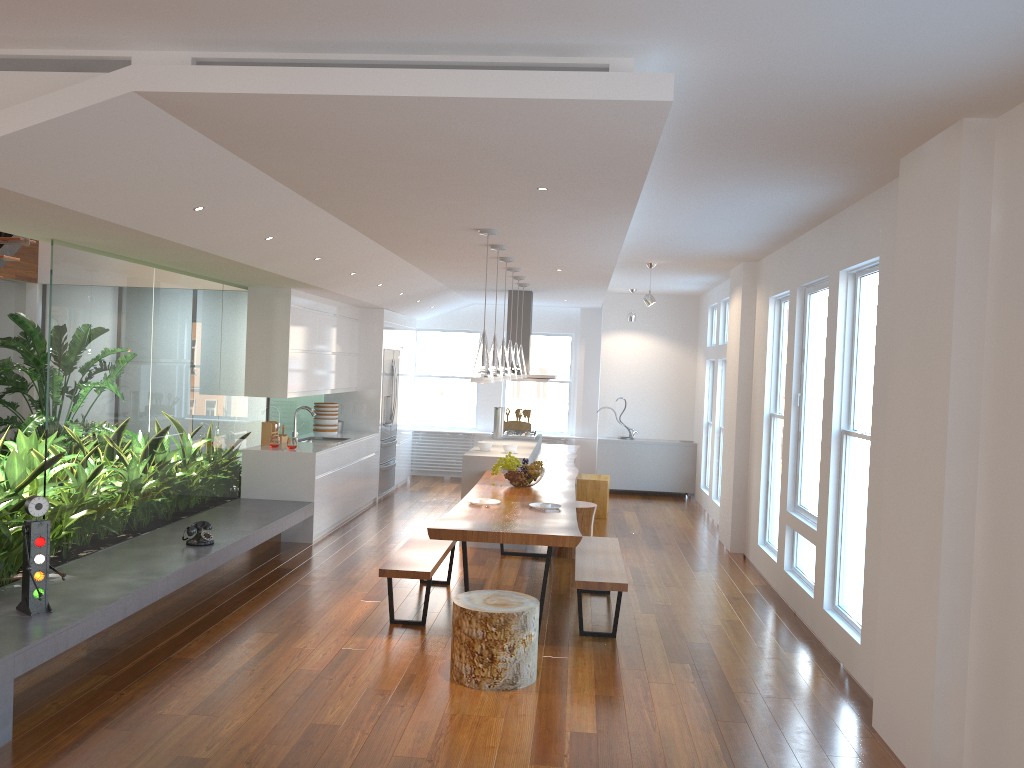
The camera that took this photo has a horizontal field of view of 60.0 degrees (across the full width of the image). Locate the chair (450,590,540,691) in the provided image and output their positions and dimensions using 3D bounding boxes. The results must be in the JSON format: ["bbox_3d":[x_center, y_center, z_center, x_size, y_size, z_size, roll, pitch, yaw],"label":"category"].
[{"bbox_3d":[-0.092,1.354,4.727,0.460,0.400,0.460,3,1,14],"label":"chair"}]

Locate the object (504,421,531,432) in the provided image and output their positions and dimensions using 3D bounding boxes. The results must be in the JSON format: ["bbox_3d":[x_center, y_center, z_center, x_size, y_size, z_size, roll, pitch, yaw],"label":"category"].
[{"bbox_3d":[0.058,0.528,10.825,0.353,0.157,0.084,2,1,4],"label":"object"}]

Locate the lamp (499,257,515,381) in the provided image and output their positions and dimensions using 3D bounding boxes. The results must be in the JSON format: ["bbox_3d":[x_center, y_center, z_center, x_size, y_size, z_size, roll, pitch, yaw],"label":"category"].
[{"bbox_3d":[-0.061,-0.561,7.189,0.160,1.060,0.160,3,1,31],"label":"lamp"}]

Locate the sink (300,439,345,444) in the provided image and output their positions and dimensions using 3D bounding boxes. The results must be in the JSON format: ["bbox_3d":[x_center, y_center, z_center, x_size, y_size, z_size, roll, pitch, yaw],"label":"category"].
[{"bbox_3d":[-1.968,0.697,9.169,0.449,0.192,0.666,2,1,4],"label":"sink"}]

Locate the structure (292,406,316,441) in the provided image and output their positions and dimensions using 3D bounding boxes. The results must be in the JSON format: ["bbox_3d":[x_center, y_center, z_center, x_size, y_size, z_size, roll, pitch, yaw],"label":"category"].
[{"bbox_3d":[-2.152,0.492,9.208,0.248,0.536,0.115,2,1,4],"label":"structure"}]

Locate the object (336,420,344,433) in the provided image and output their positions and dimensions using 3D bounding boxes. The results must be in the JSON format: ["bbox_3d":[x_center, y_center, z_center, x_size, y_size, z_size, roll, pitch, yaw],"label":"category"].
[{"bbox_3d":[-2.056,0.464,10.144,0.284,0.196,0.265,1,2,-44],"label":"object"}]

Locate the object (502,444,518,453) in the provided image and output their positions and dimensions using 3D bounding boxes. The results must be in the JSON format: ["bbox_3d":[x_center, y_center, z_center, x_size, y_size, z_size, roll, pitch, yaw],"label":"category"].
[{"bbox_3d":[-0.019,0.613,8.380,0.152,0.082,0.152,2,1,-35],"label":"object"}]

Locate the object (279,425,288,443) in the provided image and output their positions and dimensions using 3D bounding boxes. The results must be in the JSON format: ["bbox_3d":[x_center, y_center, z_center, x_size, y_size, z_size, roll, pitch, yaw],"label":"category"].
[{"bbox_3d":[-2.279,0.492,8.720,0.100,0.170,0.173,2,1,6],"label":"object"}]

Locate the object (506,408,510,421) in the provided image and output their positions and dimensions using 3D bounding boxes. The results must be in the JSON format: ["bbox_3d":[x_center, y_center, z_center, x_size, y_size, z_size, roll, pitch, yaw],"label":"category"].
[{"bbox_3d":[-0.056,0.443,10.842,0.055,0.299,0.027,2,1,4],"label":"object"}]

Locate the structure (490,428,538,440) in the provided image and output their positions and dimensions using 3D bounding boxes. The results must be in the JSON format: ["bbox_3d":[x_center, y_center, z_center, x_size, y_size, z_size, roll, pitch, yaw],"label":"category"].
[{"bbox_3d":[0.036,0.580,10.380,0.520,0.073,0.650,2,1,4],"label":"structure"}]

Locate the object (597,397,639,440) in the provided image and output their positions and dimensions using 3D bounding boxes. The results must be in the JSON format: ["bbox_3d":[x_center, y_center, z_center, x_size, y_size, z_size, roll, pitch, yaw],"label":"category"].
[{"bbox_3d":[1.442,0.459,11.964,0.590,0.563,0.210,2,1,-24],"label":"object"}]

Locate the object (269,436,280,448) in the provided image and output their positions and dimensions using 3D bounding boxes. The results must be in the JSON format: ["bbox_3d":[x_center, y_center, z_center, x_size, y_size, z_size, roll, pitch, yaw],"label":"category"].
[{"bbox_3d":[-2.193,0.534,8.193,0.094,0.106,0.094,3,1,10],"label":"object"}]

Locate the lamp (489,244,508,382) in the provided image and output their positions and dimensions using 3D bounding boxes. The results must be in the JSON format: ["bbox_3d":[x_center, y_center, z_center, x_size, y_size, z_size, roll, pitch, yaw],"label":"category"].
[{"bbox_3d":[-0.116,-0.549,6.468,0.160,1.060,0.160,3,1,31],"label":"lamp"}]

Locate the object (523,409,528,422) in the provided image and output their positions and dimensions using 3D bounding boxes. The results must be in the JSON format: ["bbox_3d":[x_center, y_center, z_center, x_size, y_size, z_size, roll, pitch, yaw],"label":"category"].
[{"bbox_3d":[0.159,0.454,10.808,0.068,0.298,0.039,2,1,4],"label":"object"}]

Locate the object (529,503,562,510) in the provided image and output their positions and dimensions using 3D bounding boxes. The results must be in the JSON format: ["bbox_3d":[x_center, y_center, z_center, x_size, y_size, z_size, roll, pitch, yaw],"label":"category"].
[{"bbox_3d":[0.227,0.830,6.002,0.222,0.020,0.222,2,1,-4],"label":"object"}]

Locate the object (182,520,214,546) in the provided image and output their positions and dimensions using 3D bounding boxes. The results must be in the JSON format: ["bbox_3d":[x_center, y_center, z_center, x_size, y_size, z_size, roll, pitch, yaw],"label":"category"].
[{"bbox_3d":[-2.116,1.000,5.968,0.216,0.155,0.181,2,1,-31],"label":"object"}]

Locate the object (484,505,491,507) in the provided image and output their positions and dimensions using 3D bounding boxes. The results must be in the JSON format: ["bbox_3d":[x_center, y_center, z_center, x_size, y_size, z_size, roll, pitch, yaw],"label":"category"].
[{"bbox_3d":[-0.214,0.817,5.948,0.149,0.014,0.044,2,1,3],"label":"object"}]

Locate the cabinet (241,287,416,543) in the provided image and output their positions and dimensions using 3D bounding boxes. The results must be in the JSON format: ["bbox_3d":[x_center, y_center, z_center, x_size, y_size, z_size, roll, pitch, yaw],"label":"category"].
[{"bbox_3d":[-1.894,0.246,10.192,0.676,2.280,4.565,2,1,4],"label":"cabinet"}]

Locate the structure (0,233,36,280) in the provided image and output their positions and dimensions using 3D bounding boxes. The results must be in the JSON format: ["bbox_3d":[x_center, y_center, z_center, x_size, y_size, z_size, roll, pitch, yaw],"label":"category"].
[{"bbox_3d":[-3.545,-0.888,6.533,2.552,4.265,4.591,2,1,4],"label":"structure"}]

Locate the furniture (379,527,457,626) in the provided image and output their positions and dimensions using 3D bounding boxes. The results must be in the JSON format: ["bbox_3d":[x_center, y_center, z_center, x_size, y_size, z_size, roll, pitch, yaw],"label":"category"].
[{"bbox_3d":[-0.607,1.315,6.108,0.316,0.389,1.433,2,1,4],"label":"furniture"}]

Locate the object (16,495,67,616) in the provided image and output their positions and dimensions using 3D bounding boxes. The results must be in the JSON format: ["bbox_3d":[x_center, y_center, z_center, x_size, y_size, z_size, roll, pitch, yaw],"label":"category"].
[{"bbox_3d":[-2.254,0.827,4.254,0.318,0.565,0.134,3,2,41],"label":"object"}]

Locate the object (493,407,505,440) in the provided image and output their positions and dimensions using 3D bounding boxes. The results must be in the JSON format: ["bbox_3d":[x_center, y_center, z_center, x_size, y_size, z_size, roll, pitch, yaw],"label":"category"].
[{"bbox_3d":[-0.136,0.440,9.931,0.172,0.356,0.120,1,1,-38],"label":"object"}]

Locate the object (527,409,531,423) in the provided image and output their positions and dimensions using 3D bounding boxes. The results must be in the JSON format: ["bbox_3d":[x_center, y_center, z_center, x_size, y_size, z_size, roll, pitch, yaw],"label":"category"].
[{"bbox_3d":[0.197,0.455,10.823,0.057,0.294,0.030,2,1,4],"label":"object"}]

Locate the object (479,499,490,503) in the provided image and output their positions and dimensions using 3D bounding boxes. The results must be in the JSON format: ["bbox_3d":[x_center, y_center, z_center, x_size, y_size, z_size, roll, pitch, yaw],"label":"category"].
[{"bbox_3d":[-0.190,0.806,6.081,0.070,0.030,0.079,2,1,-32],"label":"object"}]

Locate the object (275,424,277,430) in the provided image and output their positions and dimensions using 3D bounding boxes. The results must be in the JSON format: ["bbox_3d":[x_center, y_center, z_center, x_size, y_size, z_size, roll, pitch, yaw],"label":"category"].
[{"bbox_3d":[-2.270,0.478,8.505,0.040,0.192,0.042,2,1,-35],"label":"object"}]

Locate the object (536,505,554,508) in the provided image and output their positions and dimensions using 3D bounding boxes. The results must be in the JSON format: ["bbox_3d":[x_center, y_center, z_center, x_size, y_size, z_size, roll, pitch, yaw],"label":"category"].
[{"bbox_3d":[0.226,0.835,6.002,0.124,0.011,0.124,2,1,-13],"label":"object"}]

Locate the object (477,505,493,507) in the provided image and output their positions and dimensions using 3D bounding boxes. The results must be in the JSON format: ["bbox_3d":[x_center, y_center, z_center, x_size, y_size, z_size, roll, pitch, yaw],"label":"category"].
[{"bbox_3d":[-0.210,0.820,5.982,0.164,0.006,0.017,3,1,9],"label":"object"}]

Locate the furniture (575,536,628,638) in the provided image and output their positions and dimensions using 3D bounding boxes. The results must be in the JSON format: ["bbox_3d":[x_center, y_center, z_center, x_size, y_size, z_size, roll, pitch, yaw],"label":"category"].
[{"bbox_3d":[0.581,1.366,6.018,0.316,0.389,1.433,2,1,4],"label":"furniture"}]

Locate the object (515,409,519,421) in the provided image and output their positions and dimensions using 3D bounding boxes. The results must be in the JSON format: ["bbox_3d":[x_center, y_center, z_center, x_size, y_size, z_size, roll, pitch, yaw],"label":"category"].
[{"bbox_3d":[0.062,0.449,10.833,0.061,0.299,0.040,2,1,2],"label":"object"}]

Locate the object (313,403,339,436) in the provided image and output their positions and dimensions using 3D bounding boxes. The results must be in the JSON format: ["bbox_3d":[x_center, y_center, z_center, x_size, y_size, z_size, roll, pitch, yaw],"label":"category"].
[{"bbox_3d":[-2.049,0.389,9.755,0.267,0.356,0.266,3,1,30],"label":"object"}]

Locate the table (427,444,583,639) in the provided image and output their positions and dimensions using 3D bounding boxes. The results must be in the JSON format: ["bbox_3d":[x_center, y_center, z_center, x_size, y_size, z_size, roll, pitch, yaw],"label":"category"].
[{"bbox_3d":[0.170,1.147,8.056,0.893,0.704,5.996,2,1,4],"label":"table"}]

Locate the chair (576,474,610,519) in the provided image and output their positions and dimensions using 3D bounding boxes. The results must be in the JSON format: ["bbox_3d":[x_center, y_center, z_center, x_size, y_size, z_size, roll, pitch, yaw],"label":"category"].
[{"bbox_3d":[0.923,1.274,10.094,0.344,0.430,0.549,3,1,8],"label":"chair"}]

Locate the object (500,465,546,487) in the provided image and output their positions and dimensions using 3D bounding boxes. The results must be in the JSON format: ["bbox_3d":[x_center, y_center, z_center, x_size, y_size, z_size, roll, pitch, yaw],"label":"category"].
[{"bbox_3d":[0.084,0.741,7.037,0.360,0.159,0.360,2,1,-32],"label":"object"}]

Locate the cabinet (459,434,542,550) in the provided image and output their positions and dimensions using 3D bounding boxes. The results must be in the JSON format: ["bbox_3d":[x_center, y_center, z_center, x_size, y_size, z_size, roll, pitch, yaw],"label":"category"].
[{"bbox_3d":[-0.054,1.046,9.472,0.597,0.832,2.936,2,1,4],"label":"cabinet"}]

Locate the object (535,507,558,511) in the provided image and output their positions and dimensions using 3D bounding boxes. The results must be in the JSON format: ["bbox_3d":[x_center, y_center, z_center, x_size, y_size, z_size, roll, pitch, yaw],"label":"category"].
[{"bbox_3d":[0.232,0.832,5.895,0.158,0.017,0.019,2,1,-1],"label":"object"}]

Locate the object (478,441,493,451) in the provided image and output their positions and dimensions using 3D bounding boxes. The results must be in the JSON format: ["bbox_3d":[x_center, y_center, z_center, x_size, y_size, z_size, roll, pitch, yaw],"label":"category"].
[{"bbox_3d":[-0.258,0.600,8.522,0.152,0.082,0.152,3,2,44],"label":"object"}]

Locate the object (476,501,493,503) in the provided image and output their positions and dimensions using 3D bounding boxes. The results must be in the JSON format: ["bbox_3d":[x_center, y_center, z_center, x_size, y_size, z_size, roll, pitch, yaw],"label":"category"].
[{"bbox_3d":[-0.190,0.816,6.082,0.124,0.011,0.124,3,1,26],"label":"object"}]

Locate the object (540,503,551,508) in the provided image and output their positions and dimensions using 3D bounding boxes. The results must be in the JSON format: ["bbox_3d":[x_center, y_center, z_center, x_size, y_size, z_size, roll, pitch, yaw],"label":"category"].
[{"bbox_3d":[0.227,0.824,6.002,0.070,0.030,0.079,1,2,-42],"label":"object"}]

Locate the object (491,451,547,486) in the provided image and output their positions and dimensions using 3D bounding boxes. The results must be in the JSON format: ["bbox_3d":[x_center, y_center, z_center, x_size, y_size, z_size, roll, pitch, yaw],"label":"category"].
[{"bbox_3d":[0.062,0.676,7.052,0.394,0.284,0.292,2,1,-32],"label":"object"}]

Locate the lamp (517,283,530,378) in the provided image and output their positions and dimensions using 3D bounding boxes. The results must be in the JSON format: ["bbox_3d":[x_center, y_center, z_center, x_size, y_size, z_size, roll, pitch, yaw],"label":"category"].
[{"bbox_3d":[0.104,-0.597,9.352,0.160,1.060,0.160,3,1,31],"label":"lamp"}]

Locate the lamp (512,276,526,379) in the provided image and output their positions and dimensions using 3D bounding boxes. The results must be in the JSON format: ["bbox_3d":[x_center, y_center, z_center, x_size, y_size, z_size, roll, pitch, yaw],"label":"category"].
[{"bbox_3d":[0.049,-0.585,8.631,0.160,1.060,0.160,3,1,31],"label":"lamp"}]

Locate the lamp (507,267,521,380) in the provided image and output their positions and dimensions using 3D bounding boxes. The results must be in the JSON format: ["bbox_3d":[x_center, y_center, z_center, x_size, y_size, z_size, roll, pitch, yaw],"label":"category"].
[{"bbox_3d":[-0.006,-0.573,7.910,0.160,1.060,0.160,3,1,31],"label":"lamp"}]

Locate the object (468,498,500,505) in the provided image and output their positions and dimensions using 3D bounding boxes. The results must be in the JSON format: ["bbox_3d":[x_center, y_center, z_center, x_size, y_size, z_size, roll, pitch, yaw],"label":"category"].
[{"bbox_3d":[-0.190,0.812,6.081,0.222,0.020,0.222,3,2,45],"label":"object"}]

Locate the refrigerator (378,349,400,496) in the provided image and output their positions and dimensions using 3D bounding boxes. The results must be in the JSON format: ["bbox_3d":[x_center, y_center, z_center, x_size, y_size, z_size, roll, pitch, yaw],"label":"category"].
[{"bbox_3d":[-1.792,0.451,10.933,0.725,1.772,0.908,2,1,4],"label":"refrigerator"}]

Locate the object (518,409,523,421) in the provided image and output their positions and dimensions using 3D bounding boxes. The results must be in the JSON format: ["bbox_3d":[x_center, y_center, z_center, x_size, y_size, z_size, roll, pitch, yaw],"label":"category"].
[{"bbox_3d":[0.095,0.451,10.811,0.057,0.299,0.019,2,1,4],"label":"object"}]

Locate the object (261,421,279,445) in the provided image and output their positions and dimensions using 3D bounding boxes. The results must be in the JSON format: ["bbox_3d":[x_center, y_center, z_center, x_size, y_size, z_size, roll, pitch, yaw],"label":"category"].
[{"bbox_3d":[-2.311,0.470,8.473,0.104,0.222,0.200,2,1,4],"label":"object"}]

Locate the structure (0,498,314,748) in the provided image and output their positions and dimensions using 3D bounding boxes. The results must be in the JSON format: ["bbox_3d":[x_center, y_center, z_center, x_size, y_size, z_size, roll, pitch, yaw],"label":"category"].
[{"bbox_3d":[-3.470,1.215,5.898,3.088,0.386,5.584,2,1,4],"label":"structure"}]

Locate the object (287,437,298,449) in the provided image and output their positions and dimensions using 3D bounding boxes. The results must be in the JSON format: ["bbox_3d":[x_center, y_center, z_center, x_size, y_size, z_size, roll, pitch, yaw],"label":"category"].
[{"bbox_3d":[-2.016,0.543,8.133,0.094,0.106,0.094,3,1,10],"label":"object"}]

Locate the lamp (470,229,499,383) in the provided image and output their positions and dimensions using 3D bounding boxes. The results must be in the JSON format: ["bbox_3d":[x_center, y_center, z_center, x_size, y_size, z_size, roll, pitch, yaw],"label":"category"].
[{"bbox_3d":[-0.171,-0.536,5.748,0.160,1.060,0.160,3,1,31],"label":"lamp"}]

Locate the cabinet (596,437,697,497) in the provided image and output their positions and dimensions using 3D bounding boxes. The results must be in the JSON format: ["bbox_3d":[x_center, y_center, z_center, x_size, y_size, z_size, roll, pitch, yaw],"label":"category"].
[{"bbox_3d":[1.802,1.118,11.991,1.309,0.725,0.420,2,1,4],"label":"cabinet"}]

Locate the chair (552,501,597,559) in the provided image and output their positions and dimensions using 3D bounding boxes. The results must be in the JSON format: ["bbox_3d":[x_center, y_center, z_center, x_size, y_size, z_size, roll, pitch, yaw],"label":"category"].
[{"bbox_3d":[0.549,1.296,7.902,0.396,0.455,0.402,2,1,-6],"label":"chair"}]

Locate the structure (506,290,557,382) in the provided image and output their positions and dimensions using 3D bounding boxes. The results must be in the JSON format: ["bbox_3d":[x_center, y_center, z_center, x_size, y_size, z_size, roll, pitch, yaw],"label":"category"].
[{"bbox_3d":[0.091,-0.749,10.326,0.909,1.405,0.900,2,1,4],"label":"structure"}]
